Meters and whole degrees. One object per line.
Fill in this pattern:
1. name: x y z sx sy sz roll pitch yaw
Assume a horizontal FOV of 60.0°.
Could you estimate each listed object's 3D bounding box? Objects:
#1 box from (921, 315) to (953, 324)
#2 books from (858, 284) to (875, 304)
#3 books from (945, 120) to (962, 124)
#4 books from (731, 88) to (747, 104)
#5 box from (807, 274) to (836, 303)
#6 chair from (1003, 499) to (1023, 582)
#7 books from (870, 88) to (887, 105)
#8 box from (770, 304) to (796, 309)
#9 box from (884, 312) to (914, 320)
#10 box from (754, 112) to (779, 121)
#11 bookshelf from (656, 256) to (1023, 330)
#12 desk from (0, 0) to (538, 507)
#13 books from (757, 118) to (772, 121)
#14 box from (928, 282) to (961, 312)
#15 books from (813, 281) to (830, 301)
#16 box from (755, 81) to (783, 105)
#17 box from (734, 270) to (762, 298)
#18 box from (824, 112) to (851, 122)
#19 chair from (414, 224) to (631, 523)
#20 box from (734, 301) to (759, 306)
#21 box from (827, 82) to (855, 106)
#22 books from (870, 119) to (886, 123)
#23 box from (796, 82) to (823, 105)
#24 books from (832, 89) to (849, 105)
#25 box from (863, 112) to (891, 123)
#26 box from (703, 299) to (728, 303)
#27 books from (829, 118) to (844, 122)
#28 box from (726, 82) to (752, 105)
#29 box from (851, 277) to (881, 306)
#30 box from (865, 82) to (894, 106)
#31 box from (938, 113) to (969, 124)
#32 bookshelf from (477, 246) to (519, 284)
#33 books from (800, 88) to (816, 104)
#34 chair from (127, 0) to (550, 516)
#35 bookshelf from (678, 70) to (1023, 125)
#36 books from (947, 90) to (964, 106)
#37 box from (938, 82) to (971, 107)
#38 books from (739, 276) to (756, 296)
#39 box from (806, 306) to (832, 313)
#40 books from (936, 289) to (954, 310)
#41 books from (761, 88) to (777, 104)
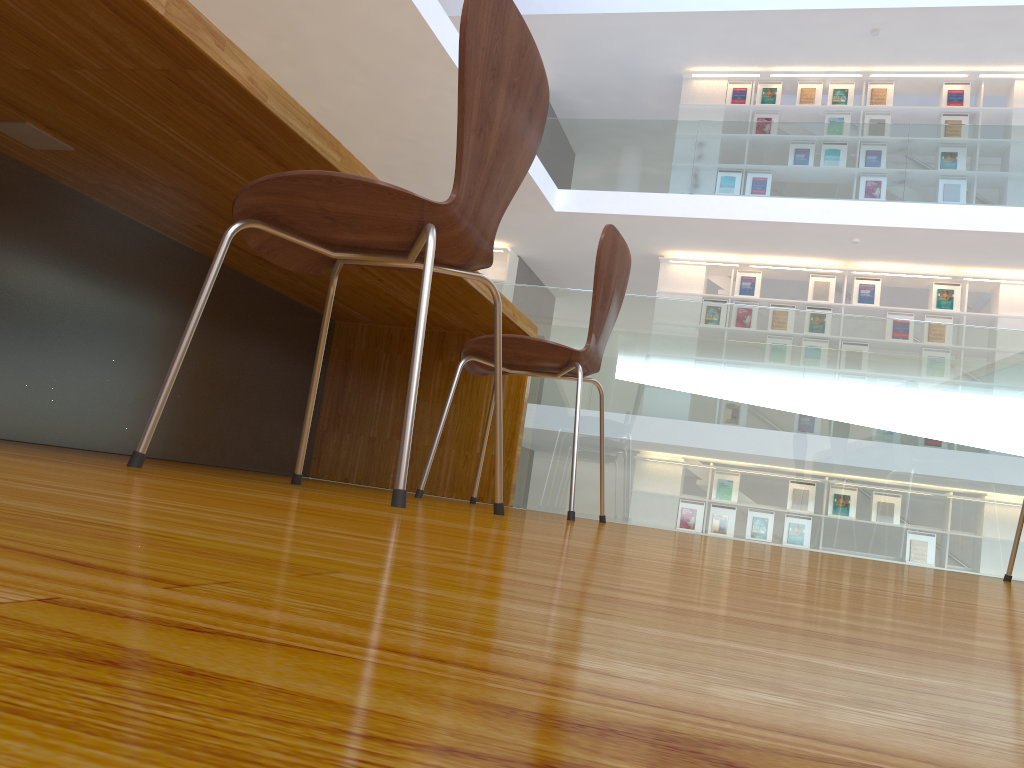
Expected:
1. box: 4.077 -0.496 8.519 0.245 0.296 0.274 6 -8 16
2. books: 3.457 -0.874 8.644 0.145 0.210 0.037 6 -8 16
3. books: 4.317 -2.486 8.681 0.145 0.210 0.037 6 -8 16
4. books: 2.384 -3.013 9.309 0.145 0.210 0.037 6 -8 16
5. box: 3.092 -0.926 8.866 0.245 0.296 0.274 6 -8 16
6. chair: 1.374 0.134 1.966 0.381 0.693 0.428 6 -8 16
7. books: 3.689 -2.880 8.923 0.145 0.210 0.037 6 -8 16
8. box: 2.711 -0.639 8.924 0.245 0.296 0.274 6 -8 16
9. box: 3.753 -0.533 8.616 0.245 0.296 0.274 6 -8 16
10. box: 2.659 -2.682 9.298 0.245 0.296 0.274 6 -8 16
11. bookshelf: 3.204 -0.245 8.717 3.666 1.836 0.498 6 -8 16
12. desk: -1.124 -0.143 1.609 1.527 0.785 3.243 6 -8 16
13. books: 2.607 -2.661 9.187 0.145 0.210 0.037 6 -8 16
14. box: 4.170 -0.814 8.547 0.245 0.296 0.274 6 -8 16
15. books: 3.056 -0.914 8.762 0.145 0.210 0.037 6 -8 16
16. box: 2.702 -3.007 9.329 0.245 0.296 0.274 6 -8 16
17. box: 2.415 -0.997 9.067 0.245 0.296 0.274 6 -8 16
18. box: 3.327 -2.614 9.088 0.245 0.296 0.274 6 -8 16
19. chair: 0.059 -0.025 2.219 0.381 0.693 0.428 6 -8 16
20. box: 2.372 -0.672 9.037 0.245 0.296 0.274 6 -8 16
21. box: 3.380 -2.936 9.128 0.245 0.296 0.274 6 -8 16
22. books: 3.653 -2.554 8.875 0.145 0.210 0.037 6 -8 16
23. box: 3.087 -2.967 9.215 0.245 0.296 0.274 6 -8 16
24. books: 3.340 -2.909 9.025 0.145 0.210 0.037 6 -8 16
25. box: 3.687 -2.576 8.981 0.245 0.296 0.274 6 -8 16
26. box: 2.079 -0.706 9.111 0.245 0.296 0.274 6 -8 16
27. books: 3.280 -2.603 8.987 0.145 0.210 0.037 6 -8 16
28. box: 2.409 -3.035 9.415 0.245 0.296 0.274 6 -8 16
29. box: 3.491 -0.885 8.748 0.245 0.296 0.274 6 -8 16
30. box: 3.736 -2.899 9.022 0.245 0.296 0.274 6 -8 16
31. box: 4.364 -2.506 8.780 0.245 0.296 0.274 6 -8 16
32. bookshelf: -1.535 -0.741 10.118 2.984 1.836 0.498 6 -8 16
33. books: 3.039 -2.947 9.116 0.145 0.210 0.037 6 -8 16
34. chair: -0.198 -0.182 1.295 0.381 0.693 0.428 6 -8 16
35. bookshelf: 3.491 -2.255 8.978 3.666 1.836 0.498 6 -8 16
36. books: 4.361 -2.795 8.722 0.145 0.210 0.037 6 -8 16
37. box: 4.403 -2.829 8.825 0.245 0.296 0.274 6 -8 16
38. books: 2.381 -0.986 8.963 0.145 0.210 0.037 6 -8 16
39. box: 3.040 -0.604 8.826 0.245 0.296 0.274 6 -8 16
40. books: 4.125 -0.802 8.446 0.145 0.210 0.037 6 -8 16
41. books: 2.671 -2.982 9.221 0.145 0.210 0.037 6 -8 16
